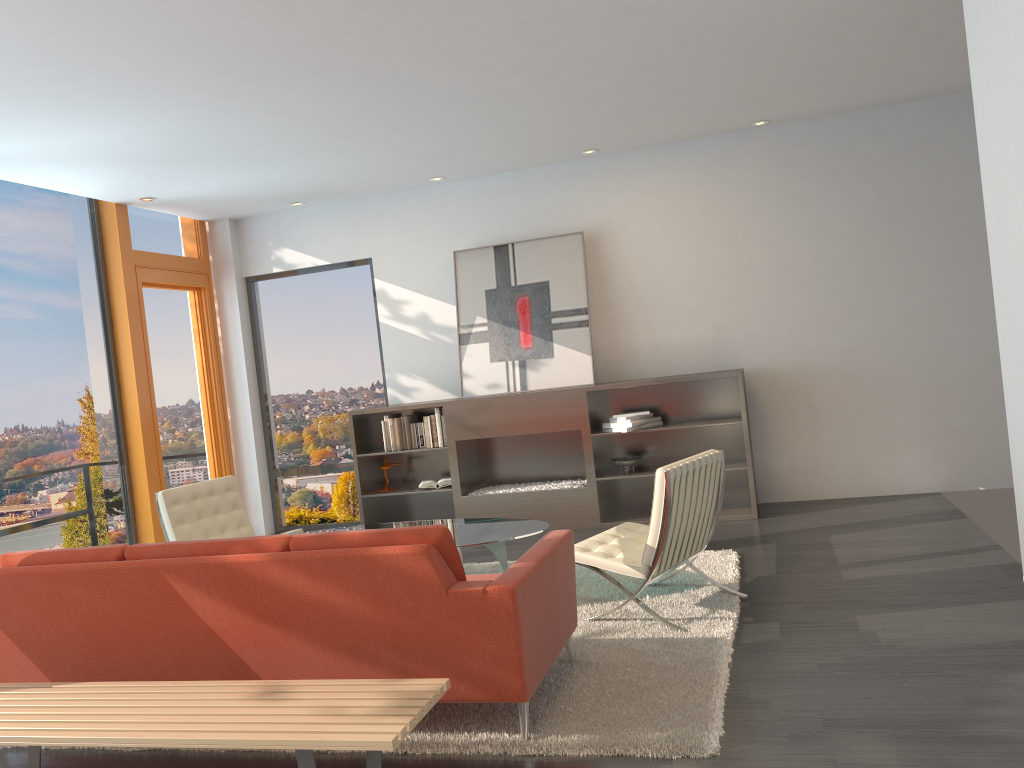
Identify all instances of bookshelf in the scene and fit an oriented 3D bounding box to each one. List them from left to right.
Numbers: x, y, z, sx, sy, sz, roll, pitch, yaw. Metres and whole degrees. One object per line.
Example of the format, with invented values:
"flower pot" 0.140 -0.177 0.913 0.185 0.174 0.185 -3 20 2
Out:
"bookshelf" 0.310 0.633 7.634 3.386 1.163 0.570 -6 1 16

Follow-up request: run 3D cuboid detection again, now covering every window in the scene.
"window" -3.637 0.000 6.686 0.070 3.346 1.844 -6 1 16
"window" -3.104 -0.093 8.206 0.211 3.346 1.157 -6 1 16
"window" -1.884 -0.239 8.716 1.409 3.340 0.065 -6 1 16

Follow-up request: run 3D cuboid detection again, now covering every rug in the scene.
"rug" -0.697 1.383 4.987 3.771 0.043 2.985 -6 1 16

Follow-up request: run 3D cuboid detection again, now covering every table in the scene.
"table" -0.720 1.152 5.367 1.998 0.464 0.948 -6 1 17

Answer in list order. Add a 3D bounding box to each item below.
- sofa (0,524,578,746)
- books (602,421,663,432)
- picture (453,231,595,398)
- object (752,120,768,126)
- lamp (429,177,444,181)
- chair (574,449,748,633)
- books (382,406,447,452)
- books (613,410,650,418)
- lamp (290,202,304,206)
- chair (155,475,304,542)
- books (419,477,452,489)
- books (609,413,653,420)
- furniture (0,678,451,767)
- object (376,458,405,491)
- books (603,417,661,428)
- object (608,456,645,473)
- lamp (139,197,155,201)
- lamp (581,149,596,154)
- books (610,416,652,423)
"sofa" -1.076 1.025 3.940 2.596 0.852 1.038 -6 1 16
"books" 0.996 0.355 7.343 0.398 0.038 0.314 -7 1 -34
"picture" 0.086 -0.600 7.798 1.208 1.338 0.269 -6 1 16
"object" 2.024 -2.129 7.242 0.129 0.010 0.129 -7 1 -29
"lamp" -0.678 -1.840 7.962 0.129 0.010 0.129 -7 1 -29
"chair" 0.747 0.807 4.730 0.706 0.817 0.700 -6 1 36
"books" -0.807 0.390 7.843 0.592 0.339 0.324 -6 1 16
"books" 0.984 0.250 7.341 0.300 0.020 0.210 -6 1 6
"lamp" -2.027 -1.696 8.355 0.129 0.010 0.129 -7 1 -29
"chair" -1.942 1.079 6.163 0.706 0.817 0.700 -6 1 26
"books" -0.656 0.879 7.842 0.336 0.064 0.234 -7 1 -4
"books" 0.986 0.270 7.342 0.300 0.020 0.210 -7 1 -34
"furniture" -1.220 1.309 3.111 2.005 0.357 0.492 -6 1 16
"object" -1.111 0.814 8.004 0.244 0.290 0.201 -6 1 36
"books" 0.991 0.318 7.342 0.398 0.038 0.314 -8 2 -44
"object" 0.957 0.681 7.367 0.309 0.117 0.308 -7 2 -40
"lamp" -3.080 -1.558 7.488 0.129 0.010 0.129 -7 1 -29
"lamp" 0.657 -1.982 7.574 0.129 0.010 0.129 -7 1 -29
"books" 0.988 0.289 7.342 0.300 0.020 0.210 -8 2 -44
